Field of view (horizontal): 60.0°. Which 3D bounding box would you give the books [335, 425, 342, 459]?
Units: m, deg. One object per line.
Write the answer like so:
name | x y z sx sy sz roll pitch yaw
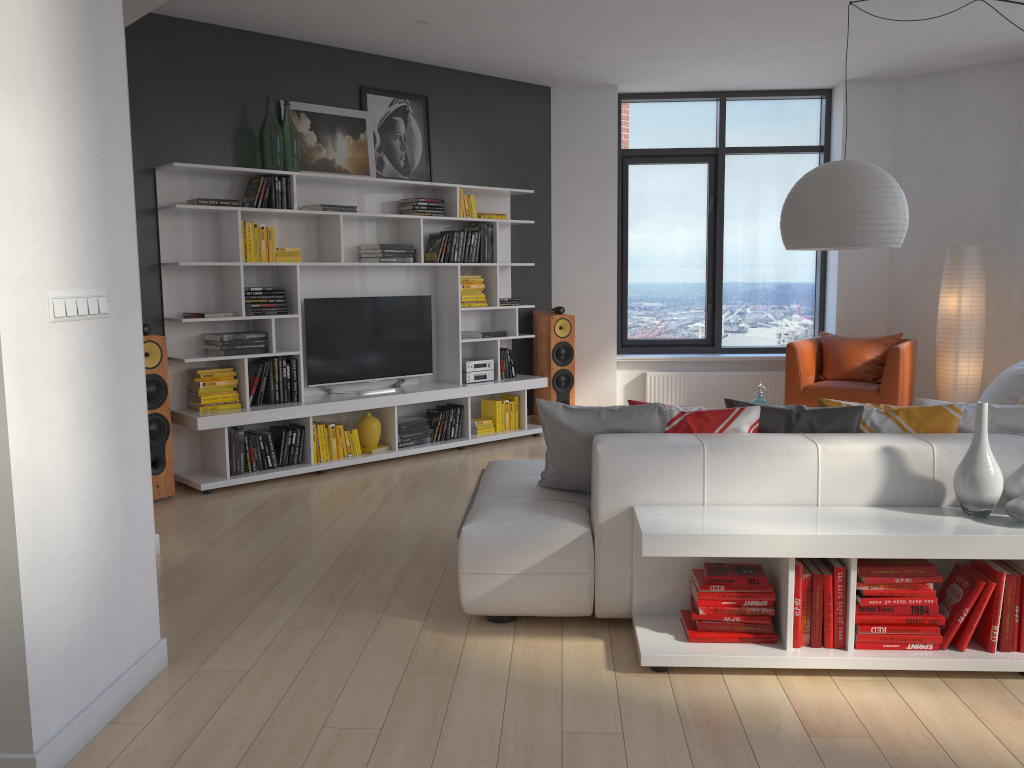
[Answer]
books | -1.274 0.402 6.297 0.043 0.240 0.169 -7 9 -43

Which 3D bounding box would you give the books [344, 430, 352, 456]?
books | -1.212 0.420 6.363 0.056 0.188 0.138 -7 9 -41

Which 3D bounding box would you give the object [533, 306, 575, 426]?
object | 0.339 -0.142 7.783 0.290 1.088 0.434 -4 8 -27

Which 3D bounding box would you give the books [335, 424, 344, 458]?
books | -1.269 0.400 6.328 0.043 0.235 0.171 -7 9 -43

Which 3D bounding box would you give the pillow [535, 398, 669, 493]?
pillow | 1.525 0.207 4.012 2.953 0.453 0.647 -2 7 -9

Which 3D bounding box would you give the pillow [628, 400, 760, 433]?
pillow | 1.604 0.277 3.681 2.250 0.449 0.575 0 7 1

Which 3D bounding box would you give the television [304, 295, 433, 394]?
television | -1.053 -0.301 6.650 1.102 0.704 0.207 -7 9 -41

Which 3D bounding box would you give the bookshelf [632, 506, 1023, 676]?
bookshelf | 1.738 0.714 3.056 2.600 0.500 0.356 0 7 3

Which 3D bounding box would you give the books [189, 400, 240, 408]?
books | -1.961 0.120 5.842 0.269 0.025 0.213 -6 9 -38

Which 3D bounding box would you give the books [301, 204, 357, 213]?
books | -1.293 -1.234 6.278 0.250 0.047 0.310 6 10 43

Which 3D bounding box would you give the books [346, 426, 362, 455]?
books | -1.148 0.408 6.425 0.046 0.193 0.149 -7 9 -41

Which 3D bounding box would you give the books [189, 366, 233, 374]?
books | -1.985 -0.091 5.847 0.234 0.024 0.171 -6 9 -37

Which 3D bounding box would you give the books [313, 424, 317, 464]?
books | -1.422 0.405 6.160 0.029 0.270 0.204 -7 9 -41

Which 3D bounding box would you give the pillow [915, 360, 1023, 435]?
pillow | 2.372 0.151 4.424 0.580 0.456 2.156 3 8 29

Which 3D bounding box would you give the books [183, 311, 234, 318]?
books | -1.966 -0.449 5.746 0.266 0.030 0.209 6 9 41

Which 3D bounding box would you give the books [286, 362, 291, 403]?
books | -1.594 -0.016 6.145 0.028 0.272 0.200 -7 9 -41

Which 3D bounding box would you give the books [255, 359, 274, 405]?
books | -1.688 -0.016 6.058 0.028 0.301 0.213 -7 9 -41

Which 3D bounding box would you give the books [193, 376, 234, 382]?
books | -1.970 -0.041 5.839 0.238 0.023 0.167 -4 8 -26

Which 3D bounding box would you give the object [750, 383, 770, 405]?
object | 1.370 0.124 5.218 0.330 0.265 0.330 3 8 27

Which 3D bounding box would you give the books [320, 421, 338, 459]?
books | -1.310 0.397 6.290 0.055 0.252 0.185 -7 9 -43

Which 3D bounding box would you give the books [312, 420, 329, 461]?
books | -1.361 0.396 6.249 0.038 0.267 0.202 -7 9 -41

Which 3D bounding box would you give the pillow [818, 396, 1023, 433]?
pillow | 2.161 0.199 4.189 2.095 0.440 0.630 -6 9 -39

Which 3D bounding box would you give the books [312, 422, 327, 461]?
books | -1.384 0.402 6.230 0.066 0.258 0.198 -7 9 -41

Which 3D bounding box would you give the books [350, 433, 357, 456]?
books | -1.168 0.428 6.376 0.049 0.169 0.113 -7 9 -42

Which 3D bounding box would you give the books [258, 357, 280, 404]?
books | -1.668 -0.028 6.081 0.034 0.314 0.237 -7 9 -41

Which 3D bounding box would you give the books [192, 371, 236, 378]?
books | -1.962 -0.066 5.839 0.234 0.024 0.171 -6 9 -37

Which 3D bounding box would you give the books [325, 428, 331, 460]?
books | -1.335 0.415 6.250 0.042 0.230 0.156 -7 9 -43

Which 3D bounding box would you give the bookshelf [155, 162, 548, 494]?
bookshelf | -0.976 -0.465 6.553 3.000 2.052 0.455 -7 9 -41

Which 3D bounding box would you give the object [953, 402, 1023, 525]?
object | 1.703 0.262 3.061 0.316 0.398 0.319 3 8 27

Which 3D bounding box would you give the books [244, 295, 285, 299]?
books | -1.696 -0.588 5.988 0.264 0.020 0.189 -6 9 -38

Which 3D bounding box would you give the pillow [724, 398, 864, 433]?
pillow | 1.930 0.249 3.668 2.120 0.436 0.608 -1 7 -1

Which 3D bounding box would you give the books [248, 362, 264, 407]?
books | -1.786 -0.001 5.993 0.142 0.284 0.232 -7 9 -41

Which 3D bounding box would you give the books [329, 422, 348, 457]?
books | -1.252 0.397 6.355 0.056 0.235 0.172 -7 9 -42

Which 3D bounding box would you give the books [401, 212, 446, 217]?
books | -0.685 -1.297 6.824 0.284 0.030 0.214 -6 9 -38

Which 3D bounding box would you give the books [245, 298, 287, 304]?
books | -1.693 -0.563 5.989 0.284 0.030 0.214 -5 8 -33

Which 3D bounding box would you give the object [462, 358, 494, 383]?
object | -0.336 -0.112 7.235 0.285 0.174 0.270 -7 9 -41

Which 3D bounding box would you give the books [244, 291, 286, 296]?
books | -1.706 -0.616 6.002 0.284 0.030 0.214 -5 8 -33

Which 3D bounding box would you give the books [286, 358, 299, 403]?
books | -1.565 -0.031 6.171 0.051 0.297 0.230 -7 9 -41

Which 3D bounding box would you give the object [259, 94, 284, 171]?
object | -1.607 -1.670 5.914 0.157 0.507 0.157 -4 8 -28

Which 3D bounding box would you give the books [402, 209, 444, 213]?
books | -0.689 -1.323 6.823 0.264 0.020 0.189 -7 9 -43

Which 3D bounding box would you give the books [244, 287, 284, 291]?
books | -1.687 -0.641 5.979 0.246 0.026 0.180 -5 8 -34

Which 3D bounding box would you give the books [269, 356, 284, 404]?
books | -1.646 -0.037 6.105 0.026 0.326 0.237 -7 9 -41

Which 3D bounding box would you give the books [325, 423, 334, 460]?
books | -1.322 0.400 6.266 0.041 0.252 0.180 -7 9 -41

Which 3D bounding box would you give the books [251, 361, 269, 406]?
books | -1.735 -0.007 6.013 0.100 0.289 0.210 -7 9 -42

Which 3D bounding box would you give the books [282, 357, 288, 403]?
books | -1.623 -0.033 6.125 0.034 0.315 0.239 -7 9 -41

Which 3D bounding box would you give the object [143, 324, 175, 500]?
object | -2.328 0.171 5.428 0.434 1.088 0.290 4 8 33

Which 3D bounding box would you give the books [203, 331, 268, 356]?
books | -1.845 -0.272 5.919 0.343 0.137 0.277 -7 9 -41

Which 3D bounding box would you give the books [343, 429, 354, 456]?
books | -1.191 0.419 6.371 0.046 0.187 0.134 -7 9 -42

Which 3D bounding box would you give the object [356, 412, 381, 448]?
object | -1.054 0.335 6.516 0.185 0.257 0.185 3 8 26

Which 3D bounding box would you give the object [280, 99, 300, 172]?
object | -1.529 -1.688 6.059 0.157 0.507 0.157 -4 8 -28

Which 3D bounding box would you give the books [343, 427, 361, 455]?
books | -1.160 0.412 6.403 0.067 0.193 0.148 -7 9 -40

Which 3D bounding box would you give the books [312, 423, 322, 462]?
books | -1.407 0.400 6.201 0.048 0.271 0.213 -7 9 -41
